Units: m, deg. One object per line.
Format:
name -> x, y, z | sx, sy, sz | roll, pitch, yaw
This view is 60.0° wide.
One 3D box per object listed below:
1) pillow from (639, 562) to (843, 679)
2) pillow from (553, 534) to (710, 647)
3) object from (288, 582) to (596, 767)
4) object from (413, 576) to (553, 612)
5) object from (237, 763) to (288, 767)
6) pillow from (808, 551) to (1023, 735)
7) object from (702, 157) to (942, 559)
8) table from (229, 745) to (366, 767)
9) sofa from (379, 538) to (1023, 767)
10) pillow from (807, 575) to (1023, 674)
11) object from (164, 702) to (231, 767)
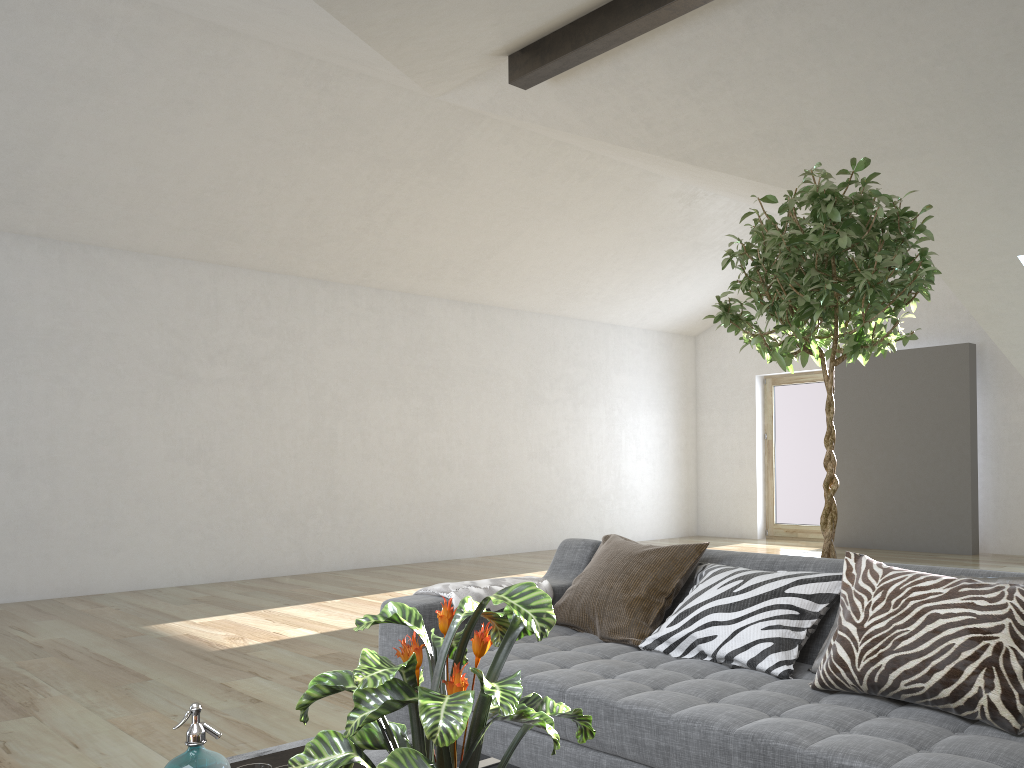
pillow -> 0.683, 0.691, 2.645 | 0.359, 0.283, 0.560 | 3, -5, -42
pillow -> 0.374, 0.702, 3.057 | 0.308, 0.337, 0.581 | 1, -4, -32
object -> -0.087, 0.546, 1.280 | 0.372, 0.525, 0.443 | -1, -3, 23
object -> -0.113, 0.894, 3.152 | 0.481, 0.418, 0.358 | 2, -4, -39
object -> -0.502, 0.750, 1.670 | 0.233, 0.107, 0.098 | 1, -3, -16
pillow -> 0.997, 0.589, 2.100 | 0.281, 0.340, 0.559 | 1, -4, -38
object -> 1.088, 0.240, 3.137 | 0.791, 2.016, 0.823 | -1, -1, 26
table -> -0.179, 0.932, 1.309 | 0.622, 0.324, 1.550 | 3, -6, -42
sofa -> 0.740, 0.840, 2.382 | 1.027, 0.682, 2.462 | 3, -6, -42
pillow -> 1.082, 0.628, 2.267 | 0.263, 0.318, 0.642 | 2, -5, -41
object -> -0.551, 0.675, 1.547 | 0.121, 0.239, 0.117 | 0, -2, -16
